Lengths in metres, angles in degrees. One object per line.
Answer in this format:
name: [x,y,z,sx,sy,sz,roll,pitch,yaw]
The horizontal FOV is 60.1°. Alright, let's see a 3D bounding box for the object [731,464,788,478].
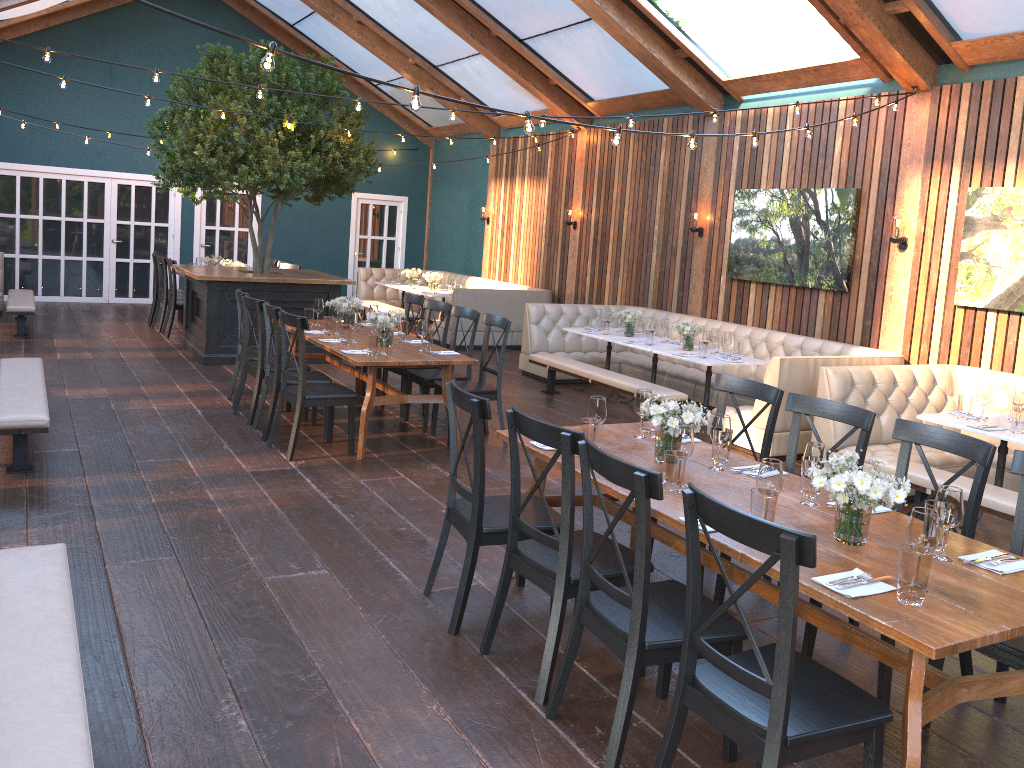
object: [1.083,0.381,3.927,0.255,0.019,0.159,-1,11,-29]

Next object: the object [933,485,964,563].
object: [1.446,0.465,2.945,0.092,0.243,0.093,6,7,13]

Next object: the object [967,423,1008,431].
object: [3.063,0.272,5.684,0.255,0.019,0.159,-1,11,-29]

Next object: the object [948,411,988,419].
object: [3.139,0.213,6.049,0.157,0.019,0.257,-1,11,-29]

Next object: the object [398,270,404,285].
object: [-1.861,-1.790,14.844,0.092,0.243,0.093,6,7,13]

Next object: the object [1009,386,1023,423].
object: [3.371,0.142,5.899,0.092,0.243,0.093,6,7,18]

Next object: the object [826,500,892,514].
object: [1.351,0.479,3.478,0.255,0.019,0.159,-1,11,-29]

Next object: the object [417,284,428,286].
object: [-1.570,-1.698,15.083,0.255,0.019,0.159,-1,11,-29]

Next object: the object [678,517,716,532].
object: [0.741,0.488,3.178,0.255,0.019,0.159,-1,11,-29]

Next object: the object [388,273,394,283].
object: [-2.069,-1.808,15.109,0.092,0.157,0.092,-3,10,-43]

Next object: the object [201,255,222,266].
object: [-4.477,-1.783,13.231,0.329,0.307,0.339,-1,10,-31]

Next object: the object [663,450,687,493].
object: [0.646,0.352,3.529,0.092,0.157,0.092,4,7,-3]

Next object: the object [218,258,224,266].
object: [-4.493,-1.823,13.639,0.092,0.243,0.093,6,7,13]

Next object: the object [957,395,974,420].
object: [3.029,0.158,5.922,0.092,0.157,0.092,-3,10,-43]

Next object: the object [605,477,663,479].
object: [0.522,0.392,3.651,0.255,0.019,0.159,-1,11,-29]

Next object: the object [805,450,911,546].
object: [1.185,0.396,3.049,0.337,0.307,0.330,8,9,27]

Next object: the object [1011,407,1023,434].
object: [3.188,0.232,5.562,0.092,0.157,0.092,-3,10,-43]

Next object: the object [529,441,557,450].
object: [0.223,0.279,4.164,0.255,0.019,0.159,-1,11,-29]

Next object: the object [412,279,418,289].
object: [-1.544,-1.590,14.075,0.092,0.157,0.092,-3,10,-43]

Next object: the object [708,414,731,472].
object: [0.919,0.259,3.912,0.092,0.243,0.093,6,7,13]

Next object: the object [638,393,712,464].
object: [0.722,0.199,3.985,0.329,0.307,0.339,5,8,5]

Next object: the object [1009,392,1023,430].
object: [3.236,0.175,5.657,0.092,0.243,0.093,6,7,18]

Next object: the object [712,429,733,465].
object: [0.954,0.284,4.031,0.092,0.157,0.092,4,7,-3]

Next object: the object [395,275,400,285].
object: [-1.910,-1.734,14.749,0.092,0.157,0.092,-3,10,-43]

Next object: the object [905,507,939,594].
object: [1.231,0.499,2.665,0.092,0.243,0.093,6,7,13]

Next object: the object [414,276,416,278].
object: [-1.685,-1.795,15.190,0.092,0.157,0.092,-3,10,-43]

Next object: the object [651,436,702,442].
object: [0.814,0.270,4.453,0.255,0.019,0.159,-1,11,-29]

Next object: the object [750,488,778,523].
object: [0.865,0.448,3.056,0.092,0.157,0.092,4,7,-3]

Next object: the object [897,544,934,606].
object: [1.161,0.555,2.562,0.092,0.157,0.092,4,7,-3]

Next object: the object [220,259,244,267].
object: [-3.922,-1.593,12.368,0.329,0.307,0.339,2,8,-14]

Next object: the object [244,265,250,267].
object: [-3.642,-1.504,12.156,0.092,0.243,0.093,6,7,18]

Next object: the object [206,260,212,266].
object: [-4.403,-1.681,12.864,0.092,0.243,0.093,6,7,13]

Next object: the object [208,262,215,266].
object: [-4.191,-1.574,12.334,0.092,0.243,0.093,6,7,18]

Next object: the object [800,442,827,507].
object: [1.182,0.354,3.474,0.092,0.243,0.093,6,7,13]

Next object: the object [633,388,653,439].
object: [0.654,0.149,4.434,0.092,0.243,0.093,6,7,18]

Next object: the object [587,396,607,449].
object: [0.393,0.181,4.143,0.092,0.243,0.093,6,7,18]

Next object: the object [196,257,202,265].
object: [-4.722,-1.786,13.338,0.092,0.243,0.093,6,7,13]

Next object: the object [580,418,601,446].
object: [0.353,0.241,4.033,0.092,0.157,0.092,6,7,17]

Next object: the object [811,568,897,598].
object: [1.051,0.597,2.682,0.255,0.019,0.159,-1,11,-29]

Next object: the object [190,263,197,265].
object: [-4.771,-1.730,13.243,0.092,0.157,0.092,4,7,-3]

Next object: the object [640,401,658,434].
object: [0.699,0.173,4.560,0.092,0.157,0.092,5,7,7]

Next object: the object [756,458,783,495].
object: [0.913,0.392,3.151,0.092,0.243,0.093,6,7,13]

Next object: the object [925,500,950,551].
object: [1.467,0.490,3.056,0.092,0.157,0.092,4,7,-3]

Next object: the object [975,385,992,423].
object: [3.131,0.130,5.873,0.092,0.243,0.093,6,7,18]

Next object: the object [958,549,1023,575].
object: [1.604,0.589,2.947,0.255,0.019,0.159,-1,11,-29]

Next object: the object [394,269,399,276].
object: [-1.966,-1.835,15.060,0.092,0.243,0.093,6,7,13]

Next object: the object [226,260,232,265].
object: [-4.201,-1.711,13.118,0.092,0.243,0.093,6,7,13]

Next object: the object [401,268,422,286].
object: [-1.672,-1.788,14.721,0.330,0.307,0.338,8,9,25]

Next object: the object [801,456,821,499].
object: [1.216,0.379,3.591,0.092,0.157,0.092,4,7,-3]

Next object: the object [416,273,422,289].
object: [-1.496,-1.646,14.170,0.092,0.243,0.093,6,7,18]

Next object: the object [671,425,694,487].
object: [0.694,0.295,3.624,0.092,0.243,0.093,6,7,13]
